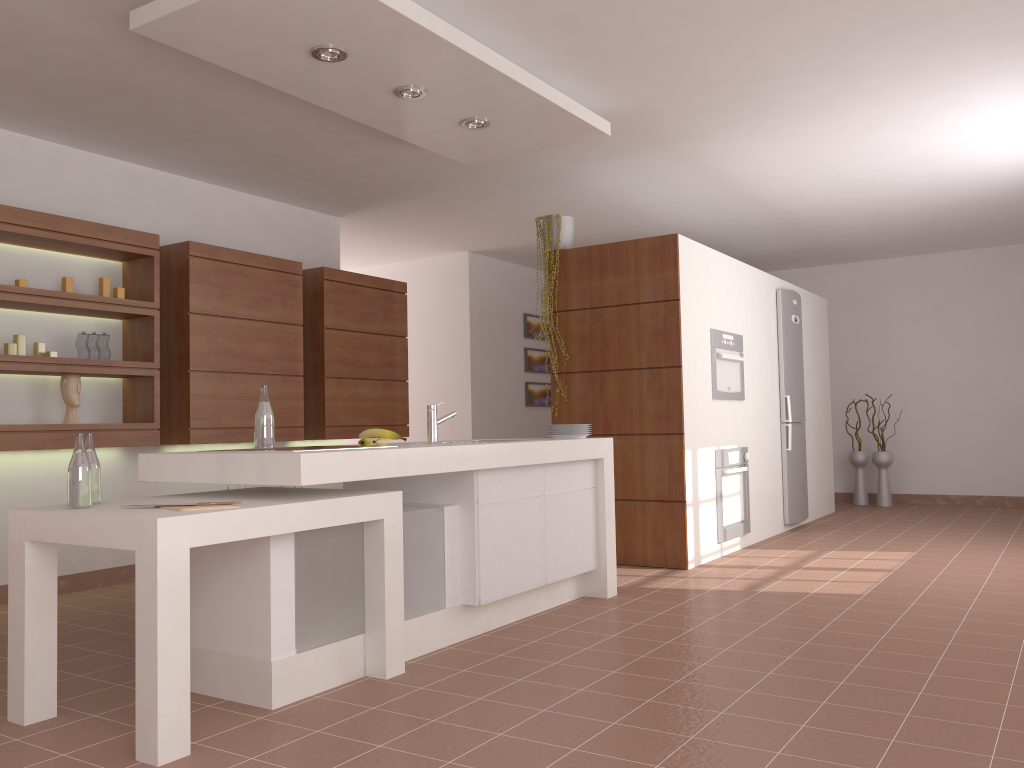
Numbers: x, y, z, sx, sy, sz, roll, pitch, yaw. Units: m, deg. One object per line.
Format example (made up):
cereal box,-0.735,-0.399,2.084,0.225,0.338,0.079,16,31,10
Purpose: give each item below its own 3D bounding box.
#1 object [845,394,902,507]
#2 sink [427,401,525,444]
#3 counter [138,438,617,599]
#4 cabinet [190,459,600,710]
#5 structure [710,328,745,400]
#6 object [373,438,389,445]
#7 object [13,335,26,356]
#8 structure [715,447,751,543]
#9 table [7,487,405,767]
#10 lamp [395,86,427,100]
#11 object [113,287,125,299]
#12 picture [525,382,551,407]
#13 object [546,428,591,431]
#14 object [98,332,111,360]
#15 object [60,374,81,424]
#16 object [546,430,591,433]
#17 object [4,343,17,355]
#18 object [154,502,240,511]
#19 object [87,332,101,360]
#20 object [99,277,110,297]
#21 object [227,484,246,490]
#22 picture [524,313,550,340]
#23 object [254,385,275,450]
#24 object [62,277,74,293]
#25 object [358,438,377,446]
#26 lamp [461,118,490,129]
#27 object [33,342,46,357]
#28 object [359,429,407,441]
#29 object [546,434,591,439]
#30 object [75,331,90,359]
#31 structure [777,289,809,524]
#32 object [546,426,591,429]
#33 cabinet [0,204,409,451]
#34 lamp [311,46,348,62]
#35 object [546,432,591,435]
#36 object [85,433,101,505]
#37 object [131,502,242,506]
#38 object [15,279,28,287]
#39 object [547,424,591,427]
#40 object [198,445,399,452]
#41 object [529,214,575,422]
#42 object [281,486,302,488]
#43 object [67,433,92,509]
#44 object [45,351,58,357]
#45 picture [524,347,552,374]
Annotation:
object,3.618,0.649,8.755,0.284,1.112,0.655,1,-3,-38
sink,-0.185,0.268,4.214,0.404,0.368,0.668,-3,-3,33
counter,-0.403,0.661,3.841,0.821,0.800,2.156,-3,-3,33
cabinet,-0.429,0.710,3.789,0.737,0.700,2.048,-3,-3,33
structure,1.471,-0.123,5.943,0.056,0.454,0.614,-3,-3,33
object,-0.534,0.237,3.629,0.060,0.033,0.207,-1,-3,-12
object,-2.523,-0.191,4.544,0.044,0.120,0.044,-3,-3,33
structure,1.486,0.725,5.909,0.058,0.592,0.596,-3,-3,33
table,-0.969,0.709,2.950,0.737,0.647,1.003,-3,-3,33
lamp,-0.449,-1.311,3.936,0.143,0.059,0.143,0,-3,-29
object,-2.175,-0.497,4.907,0.044,0.070,0.044,-3,-3,33
picture,0.522,0.122,9.584,0.015,0.248,1.408,-3,-3,33
object,0.286,0.235,4.477,0.228,0.020,0.228,-2,-3,15
object,-2.252,-0.203,4.886,0.065,0.165,0.054,1,-4,-41
object,-2.356,0.072,4.734,0.100,0.284,0.100,0,-3,-27
object,0.287,0.245,4.477,0.228,0.020,0.228,-2,-3,15
object,-2.529,-0.169,4.470,0.044,0.070,0.044,-3,-3,33
object,-0.950,0.369,2.671,0.168,0.006,0.266,1,-4,-40
object,-2.291,-0.204,4.851,0.065,0.165,0.054,1,-4,-41
object,-2.239,-0.522,4.873,0.044,0.120,0.044,-3,-3,33
object,-1.758,0.903,5.690,0.296,0.546,0.087,1,-4,-41
picture,0.508,-0.577,9.616,0.015,0.248,1.408,-3,-3,33
object,-0.884,0.119,3.168,0.071,0.230,0.071,-2,-3,14
object,-2.339,-0.519,4.668,0.044,0.099,0.044,-3,-3,33
object,-0.607,0.242,3.707,0.060,0.033,0.207,-2,-3,13
lamp,-0.179,-1.297,4.355,0.143,0.059,0.143,0,-3,-29
object,-2.480,-0.172,4.656,0.044,0.090,0.044,-3,-3,33
object,-0.539,0.211,3.660,0.207,0.055,0.047,-2,-3,10
object,0.287,0.265,4.476,0.228,0.020,0.228,-2,-3,15
object,-2.331,-0.205,4.816,0.065,0.165,0.054,1,-4,-41
structure,2.289,0.174,7.171,0.089,1.862,0.604,-3,-3,33
object,0.286,0.225,4.478,0.228,0.020,0.228,-2,-3,15
cabinet,-2.400,-0.240,5.101,0.754,1.200,4.718,-3,-3,33
lamp,-0.723,-1.325,3.511,0.143,0.059,0.143,-2,-3,16
object,0.287,0.255,4.476,0.228,0.020,0.228,-2,-3,15
object,-1.366,0.274,2.866,0.071,0.230,0.071,-2,-3,14
object,-1.007,0.364,2.676,0.375,0.008,0.041,-1,-3,0
object,-2.450,-0.503,4.428,0.044,0.049,0.044,-3,-3,33
object,0.286,0.214,4.478,0.228,0.020,0.228,-2,-3,15
object,-0.797,0.244,3.354,0.493,0.006,0.551,-3,-3,33
object,0.277,-0.427,5.789,0.297,1.344,0.279,-1,-3,-8
object,-1.518,0.915,6.065,0.087,0.546,0.296,-3,-3,33
object,-1.329,0.266,2.725,0.071,0.230,0.071,-2,-3,14
object,-2.408,-0.149,4.638,0.044,0.040,0.044,-3,-3,33
picture,0.515,-0.228,9.600,0.015,0.248,1.408,-3,-3,33
